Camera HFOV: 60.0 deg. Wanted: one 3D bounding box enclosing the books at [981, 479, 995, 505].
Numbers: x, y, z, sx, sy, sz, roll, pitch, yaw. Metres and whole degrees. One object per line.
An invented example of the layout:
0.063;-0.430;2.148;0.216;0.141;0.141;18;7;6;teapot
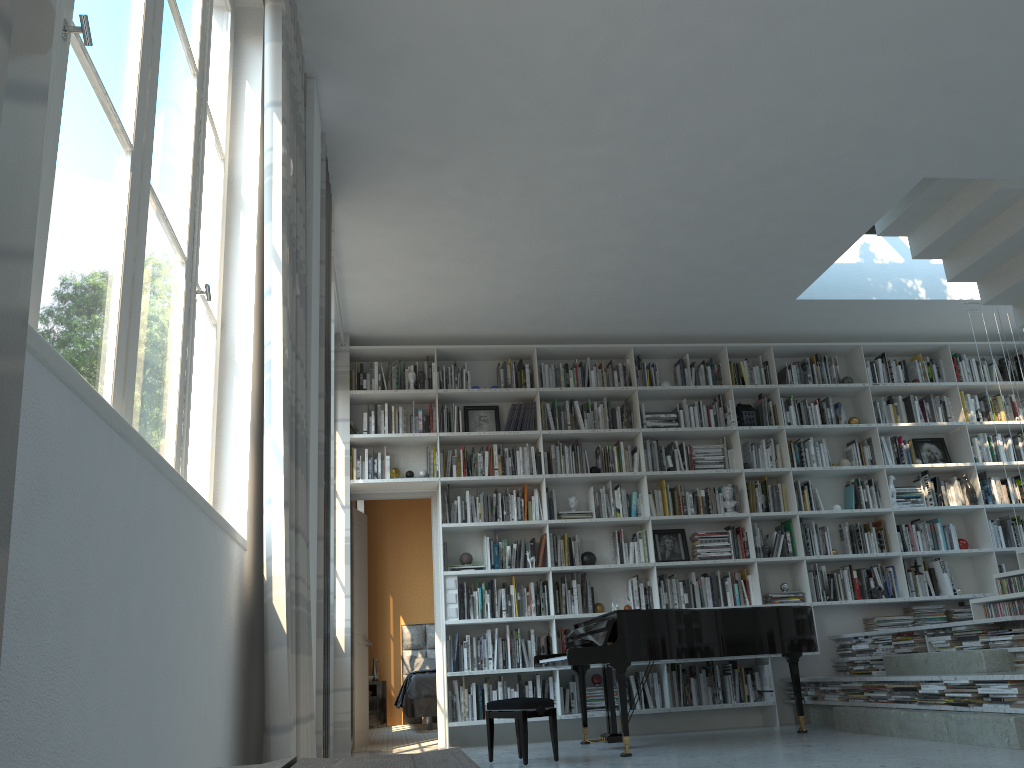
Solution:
4.156;0.974;7.790;0.022;0.242;0.171;-1;-18;-8;books

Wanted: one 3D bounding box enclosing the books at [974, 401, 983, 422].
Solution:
4.125;0.277;7.934;0.024;0.193;0.190;-1;-18;-8;books

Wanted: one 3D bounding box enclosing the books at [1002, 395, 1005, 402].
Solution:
4.455;0.262;8.089;0.024;0.280;0.154;-1;-18;-8;books

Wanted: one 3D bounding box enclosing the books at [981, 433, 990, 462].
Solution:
4.192;0.604;7.934;0.022;0.296;0.162;-1;-18;-8;books

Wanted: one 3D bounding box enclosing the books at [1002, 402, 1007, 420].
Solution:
4.412;0.285;8.054;0.023;0.219;0.172;-1;-18;-8;books

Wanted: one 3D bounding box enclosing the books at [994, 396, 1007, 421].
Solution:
4.342;0.260;8.001;0.042;0.241;0.248;-1;-18;-8;books

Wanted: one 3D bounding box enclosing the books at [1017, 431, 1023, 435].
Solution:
4.654;0.585;8.013;0.013;0.329;0.140;-1;-18;-8;books

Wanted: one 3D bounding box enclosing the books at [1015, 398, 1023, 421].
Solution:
4.595;0.269;8.091;0.070;0.253;0.155;-1;-18;-8;books

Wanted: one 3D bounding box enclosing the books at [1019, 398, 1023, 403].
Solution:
4.687;0.268;8.112;0.029;0.257;0.163;-1;-18;-8;books

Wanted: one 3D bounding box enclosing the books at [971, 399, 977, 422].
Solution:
4.087;0.265;7.939;0.049;0.223;0.162;-1;-18;-8;books

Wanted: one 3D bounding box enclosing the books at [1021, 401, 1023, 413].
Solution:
4.642;0.287;8.090;0.023;0.213;0.181;-1;-18;-8;books

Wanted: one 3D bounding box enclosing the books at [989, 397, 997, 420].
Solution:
4.287;0.257;7.981;0.022;0.241;0.145;-1;-18;-8;books

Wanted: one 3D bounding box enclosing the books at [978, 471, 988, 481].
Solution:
4.169;0.942;7.822;0.012;0.321;0.142;-1;-18;-8;books

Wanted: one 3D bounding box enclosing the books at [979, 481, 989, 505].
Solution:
4.109;0.986;7.809;0.066;0.236;0.144;-1;-18;-8;books

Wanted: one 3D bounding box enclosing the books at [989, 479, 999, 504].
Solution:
4.192;0.972;7.795;0.026;0.245;0.181;-1;-18;-8;books

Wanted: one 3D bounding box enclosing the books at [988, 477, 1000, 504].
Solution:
4.214;0.966;7.812;0.022;0.264;0.157;-1;-18;-8;books

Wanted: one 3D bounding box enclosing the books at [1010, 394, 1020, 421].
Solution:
4.547;0.255;8.094;0.023;0.286;0.163;-1;-18;-8;books

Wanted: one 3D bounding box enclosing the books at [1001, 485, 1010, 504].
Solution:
4.295;0.997;7.800;0.023;0.188;0.170;-1;-18;-8;books

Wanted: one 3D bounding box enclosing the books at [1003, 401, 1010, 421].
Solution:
4.442;0.287;8.052;0.013;0.212;0.187;-1;-18;-8;books

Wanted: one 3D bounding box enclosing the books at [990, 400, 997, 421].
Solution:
4.271;0.272;7.967;0.014;0.205;0.184;-1;-18;-8;books

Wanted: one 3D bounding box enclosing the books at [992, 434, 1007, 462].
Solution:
4.341;0.605;7.944;0.030;0.282;0.167;-1;-18;-8;books

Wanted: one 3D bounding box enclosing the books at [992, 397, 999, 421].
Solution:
4.304;0.259;7.983;0.012;0.237;0.166;-1;-18;-8;books

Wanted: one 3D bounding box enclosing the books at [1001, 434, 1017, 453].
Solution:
4.482;0.606;7.984;0.024;0.290;0.133;-1;-18;-8;books

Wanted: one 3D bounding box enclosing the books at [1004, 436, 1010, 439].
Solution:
4.465;0.616;7.983;0.010;0.272;0.130;-1;-18;-8;books

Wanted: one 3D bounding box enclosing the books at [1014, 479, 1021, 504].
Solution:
4.428;0.976;7.854;0.025;0.248;0.134;-1;-18;-8;books

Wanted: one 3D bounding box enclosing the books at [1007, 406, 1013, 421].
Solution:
4.487;0.308;8.077;0.034;0.182;0.157;-1;-18;-8;books

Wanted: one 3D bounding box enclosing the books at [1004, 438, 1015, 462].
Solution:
4.420;0.621;7.944;0.045;0.244;0.177;-1;-18;-8;books

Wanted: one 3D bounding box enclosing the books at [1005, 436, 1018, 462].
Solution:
4.452;0.616;7.956;0.023;0.257;0.184;-1;-18;-8;books

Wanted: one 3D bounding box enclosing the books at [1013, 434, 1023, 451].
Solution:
4.555;0.603;7.975;0.012;0.282;0.152;-1;-18;-8;books

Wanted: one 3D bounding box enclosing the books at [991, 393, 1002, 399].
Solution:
4.426;0.252;8.075;0.010;0.294;0.166;-1;-18;-8;books

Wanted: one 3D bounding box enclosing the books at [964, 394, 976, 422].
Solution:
4.051;0.243;7.929;0.026;0.262;0.190;-1;-18;-8;books

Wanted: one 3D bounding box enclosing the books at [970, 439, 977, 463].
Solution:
4.067;0.629;7.914;0.026;0.249;0.161;-1;-18;-8;books

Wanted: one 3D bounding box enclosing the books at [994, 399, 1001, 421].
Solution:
4.318;0.263;7.973;0.013;0.221;0.175;-1;-18;-8;books

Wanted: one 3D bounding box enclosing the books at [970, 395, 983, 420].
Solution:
4.144;0.248;7.962;0.023;0.262;0.159;-1;-18;-8;books

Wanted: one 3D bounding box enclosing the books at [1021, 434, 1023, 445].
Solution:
4.568;0.605;7.973;0.013;0.276;0.188;-1;-18;-8;books

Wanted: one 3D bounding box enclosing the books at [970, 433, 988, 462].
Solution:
4.150;0.602;7.902;0.014;0.284;0.186;-1;-18;-8;books

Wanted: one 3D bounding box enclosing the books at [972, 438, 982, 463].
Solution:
4.095;0.621;7.891;0.023;0.247;0.182;-1;-18;-8;books

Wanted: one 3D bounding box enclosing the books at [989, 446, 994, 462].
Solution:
4.231;0.660;7.924;0.027;0.179;0.157;-1;-18;-8;books

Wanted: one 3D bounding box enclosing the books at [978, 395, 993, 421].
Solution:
4.231;0.248;7.961;0.023;0.253;0.190;-1;-18;-8;books

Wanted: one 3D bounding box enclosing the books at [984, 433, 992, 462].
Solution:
4.211;0.602;7.925;0.012;0.291;0.166;-1;-18;-8;books

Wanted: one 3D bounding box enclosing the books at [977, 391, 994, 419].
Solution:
4.252;0.229;7.975;0.022;0.295;0.152;-1;-18;-8;books

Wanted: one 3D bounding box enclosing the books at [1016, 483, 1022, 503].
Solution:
4.448;0.996;7.853;0.014;0.206;0.138;-1;-18;-8;books

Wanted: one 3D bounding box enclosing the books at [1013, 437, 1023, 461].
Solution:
4.536;0.620;7.976;0.025;0.251;0.160;-1;-18;-8;books

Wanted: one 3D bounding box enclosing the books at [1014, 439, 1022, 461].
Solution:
4.509;0.632;7.980;0.028;0.236;0.146;-1;-18;-8;books

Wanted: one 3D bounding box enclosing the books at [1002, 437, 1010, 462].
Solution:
4.389;0.623;7.960;0.012;0.253;0.161;-1;-18;-8;books

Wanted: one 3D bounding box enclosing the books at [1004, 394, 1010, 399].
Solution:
4.528;0.255;8.103;0.011;0.293;0.151;-1;-18;-8;books

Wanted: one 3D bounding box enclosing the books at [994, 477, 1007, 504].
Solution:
4.254;0.963;7.805;0.056;0.260;0.177;-1;-18;-8;books

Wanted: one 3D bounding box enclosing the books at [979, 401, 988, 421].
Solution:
4.206;0.274;7.969;0.025;0.211;0.135;-1;-18;-8;books

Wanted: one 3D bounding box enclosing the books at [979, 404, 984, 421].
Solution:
4.171;0.291;7.995;0.038;0.198;0.171;-1;-18;-8;books

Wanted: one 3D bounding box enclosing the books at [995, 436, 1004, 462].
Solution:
4.316;0.614;7.933;0.022;0.262;0.173;-1;-18;-8;books

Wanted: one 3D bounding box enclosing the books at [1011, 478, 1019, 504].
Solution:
4.410;0.972;7.849;0.012;0.253;0.161;-1;-18;-8;books

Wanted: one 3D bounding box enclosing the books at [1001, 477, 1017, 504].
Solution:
4.367;0.968;7.836;0.029;0.258;0.172;-1;-18;-8;books

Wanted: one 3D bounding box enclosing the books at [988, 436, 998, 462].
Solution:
4.267;0.615;7.939;0.025;0.270;0.153;-1;-18;-8;books

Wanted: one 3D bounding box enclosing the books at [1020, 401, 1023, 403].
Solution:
4.661;0.288;8.119;0.023;0.227;0.131;-1;-18;-8;books

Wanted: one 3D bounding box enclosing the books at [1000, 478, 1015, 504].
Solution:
4.344;0.971;7.821;0.022;0.246;0.181;-1;-18;-8;books

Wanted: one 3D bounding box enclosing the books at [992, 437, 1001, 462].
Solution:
4.293;0.617;7.931;0.024;0.258;0.157;-1;-18;-8;books

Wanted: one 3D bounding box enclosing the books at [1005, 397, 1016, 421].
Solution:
4.515;0.264;8.075;0.022;0.260;0.161;-1;-18;-8;books

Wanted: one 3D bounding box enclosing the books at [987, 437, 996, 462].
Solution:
4.250;0.617;7.926;0.013;0.259;0.159;-1;-18;-8;books

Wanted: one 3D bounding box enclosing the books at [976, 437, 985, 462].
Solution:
4.129;0.620;7.908;0.026;0.255;0.174;-1;-18;-8;books
